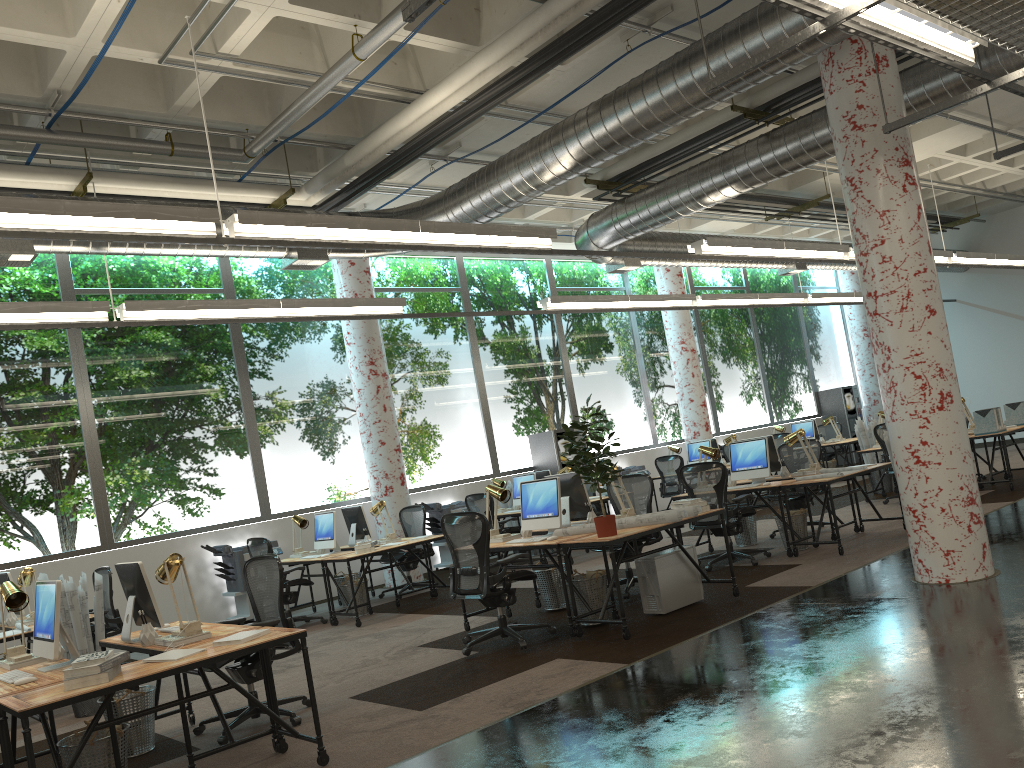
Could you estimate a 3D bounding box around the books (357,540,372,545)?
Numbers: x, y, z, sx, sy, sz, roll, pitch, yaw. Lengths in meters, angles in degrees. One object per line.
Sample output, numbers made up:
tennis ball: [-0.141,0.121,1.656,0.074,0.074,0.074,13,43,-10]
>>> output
books: [-1.606,1.720,9.618,0.152,0.030,0.186,-9,-5,-13]

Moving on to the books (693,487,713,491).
books: [2.211,1.164,9.898,0.225,0.038,0.310,-6,-6,-41]

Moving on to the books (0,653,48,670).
books: [-2.918,1.655,5.304,0.225,0.038,0.310,-6,-6,-41]

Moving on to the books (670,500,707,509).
books: [1.452,0.993,7.282,0.192,0.044,0.259,-8,-5,-24]

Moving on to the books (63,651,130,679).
books: [-1.998,1.352,4.267,0.193,0.044,0.258,-10,-5,6]

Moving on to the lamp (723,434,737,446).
lamp: [3.843,1.148,15.056,0.218,0.609,0.530,-9,-3,-22]

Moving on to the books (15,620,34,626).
books: [-4.314,2.132,7.965,0.225,0.038,0.310,-6,-6,-41]

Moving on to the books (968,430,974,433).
books: [6.285,0.655,12.203,0.225,0.038,0.310,-6,-6,-41]

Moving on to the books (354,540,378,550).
books: [-1.586,1.749,9.619,0.193,0.044,0.258,-10,-5,6]

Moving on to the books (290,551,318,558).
books: [-2.506,2.052,10.655,0.225,0.038,0.310,-6,-6,-41]

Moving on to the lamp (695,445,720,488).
lamp: [2.162,0.992,9.936,0.208,0.609,0.530,-9,-3,-22]

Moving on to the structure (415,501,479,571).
structure: [-0.862,2.222,13.327,1.054,1.055,0.506,-7,-4,-41]

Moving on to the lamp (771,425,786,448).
lamp: [5.205,1.120,17.457,0.218,0.609,0.530,-9,-3,-22]

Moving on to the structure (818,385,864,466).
structure: [7.902,0.986,21.030,0.747,1.807,0.642,-8,-3,-41]

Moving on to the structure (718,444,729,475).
structure: [4.561,1.690,18.051,1.054,1.055,0.506,-7,-4,-41]

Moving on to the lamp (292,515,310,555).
lamp: [-2.559,1.881,10.692,0.218,0.609,0.530,-9,-3,-22]

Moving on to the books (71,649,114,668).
books: [-2.019,1.323,4.266,0.152,0.030,0.186,-9,-5,-13]

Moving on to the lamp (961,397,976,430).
lamp: [6.276,0.471,12.179,0.218,0.609,0.530,-9,-3,-22]

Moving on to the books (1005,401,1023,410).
books: [6.802,0.402,11.919,0.068,0.310,0.235,-8,-3,-41]

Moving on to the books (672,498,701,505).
books: [1.434,0.963,7.274,0.152,0.030,0.186,-5,-7,-43]

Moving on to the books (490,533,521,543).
books: [-0.099,1.361,7.801,0.225,0.038,0.310,-6,-6,-41]

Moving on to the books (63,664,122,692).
books: [-2.009,1.400,4.247,0.200,0.050,0.273,-9,-5,-14]

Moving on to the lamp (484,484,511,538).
lamp: [-0.152,1.190,7.838,0.218,0.609,0.530,-9,-3,-22]

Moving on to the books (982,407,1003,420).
books: [6.155,0.465,11.355,0.068,0.310,0.235,-8,-3,-41]

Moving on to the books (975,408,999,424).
books: [6.044,0.476,11.259,0.068,0.310,0.235,-8,-3,-41]

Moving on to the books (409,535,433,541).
books: [-1.039,1.757,10.103,0.201,0.024,0.235,-12,-5,22]

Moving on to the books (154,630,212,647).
books: [-1.890,1.457,5.084,0.225,0.038,0.310,-6,-6,-41]

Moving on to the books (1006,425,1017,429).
books: [6.559,0.575,11.726,0.201,0.024,0.235,-12,-5,22]

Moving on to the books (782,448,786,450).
books: [5.258,1.291,17.420,0.225,0.038,0.310,-6,-6,-41]

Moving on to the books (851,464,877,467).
books: [3.710,0.871,9.401,0.243,0.019,0.206,-10,-5,-4]

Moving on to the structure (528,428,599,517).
structure: [0.905,1.672,14.933,0.747,1.807,0.642,-8,-3,-41]

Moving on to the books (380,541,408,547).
books: [-1.324,1.793,9.909,0.244,0.019,0.205,-12,-5,26]

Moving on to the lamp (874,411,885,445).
lamp: [5.204,0.683,12.458,0.218,0.609,0.530,-9,-3,-22]

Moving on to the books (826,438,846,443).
books: [6.287,1.093,17.201,0.225,0.038,0.310,-6,-6,-41]

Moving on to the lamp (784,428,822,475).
lamp: [3.226,0.782,9.653,0.208,0.609,0.530,-9,-3,-22]

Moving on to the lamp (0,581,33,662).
lamp: [-2.971,1.484,5.340,0.218,0.609,0.530,-9,-3,-22]

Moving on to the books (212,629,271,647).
books: [-1.451,1.360,4.751,0.201,0.024,0.235,-12,-5,22]

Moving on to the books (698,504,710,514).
books: [1.452,1.038,7.254,0.200,0.050,0.273,-5,-7,-43]

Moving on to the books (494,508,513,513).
books: [-0.164,1.823,12.696,0.225,0.038,0.310,-6,-6,-41]

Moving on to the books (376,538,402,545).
books: [-1.477,1.854,10.436,0.225,0.038,0.310,-6,-6,-41]

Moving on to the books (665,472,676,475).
books: [2.824,1.530,15.299,0.225,0.038,0.310,-6,-6,-41]

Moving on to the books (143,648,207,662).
books: [-1.736,1.396,4.558,0.244,0.019,0.205,-12,-5,26]

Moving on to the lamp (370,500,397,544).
lamp: [-1.491,1.671,10.410,0.208,0.609,0.530,-9,-3,-22]

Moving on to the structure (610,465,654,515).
structure: [2.126,1.929,15.930,1.054,1.055,0.506,-7,-4,-41]

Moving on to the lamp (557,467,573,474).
lamp: [0.856,1.440,12.453,0.218,0.609,0.530,-9,-3,-22]

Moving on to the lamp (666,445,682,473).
lamp: [2.771,1.359,15.335,0.218,0.609,0.530,-9,-3,-22]

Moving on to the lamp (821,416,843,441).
lamp: [6.278,0.909,17.177,0.218,0.609,0.530,-9,-3,-22]

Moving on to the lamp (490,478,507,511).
lamp: [-0.212,1.651,12.734,0.208,0.609,0.530,-9,-3,-22]

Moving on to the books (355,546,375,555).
books: [-1.597,1.797,9.598,0.200,0.050,0.273,-9,-5,-14]

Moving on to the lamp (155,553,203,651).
lamp: [-1.899,1.273,5.060,0.218,0.609,0.530,-9,-3,-22]

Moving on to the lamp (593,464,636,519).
lamp: [0.916,0.979,7.556,0.208,0.609,0.530,-9,-3,-22]

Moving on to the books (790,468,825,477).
books: [3.239,0.965,9.679,0.225,0.038,0.310,-6,-6,-41]

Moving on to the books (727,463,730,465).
books: [3.852,1.331,15.080,0.225,0.038,0.310,-6,-6,-41]

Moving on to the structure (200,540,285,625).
structure: [-3.288,2.459,11.210,1.054,1.055,0.506,-7,-4,-41]

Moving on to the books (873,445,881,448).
books: [5.257,0.854,12.422,0.225,0.038,0.310,-6,-6,-41]

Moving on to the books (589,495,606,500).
books: [1.138,1.544,12.000,0.201,0.024,0.235,-12,-5,22]
